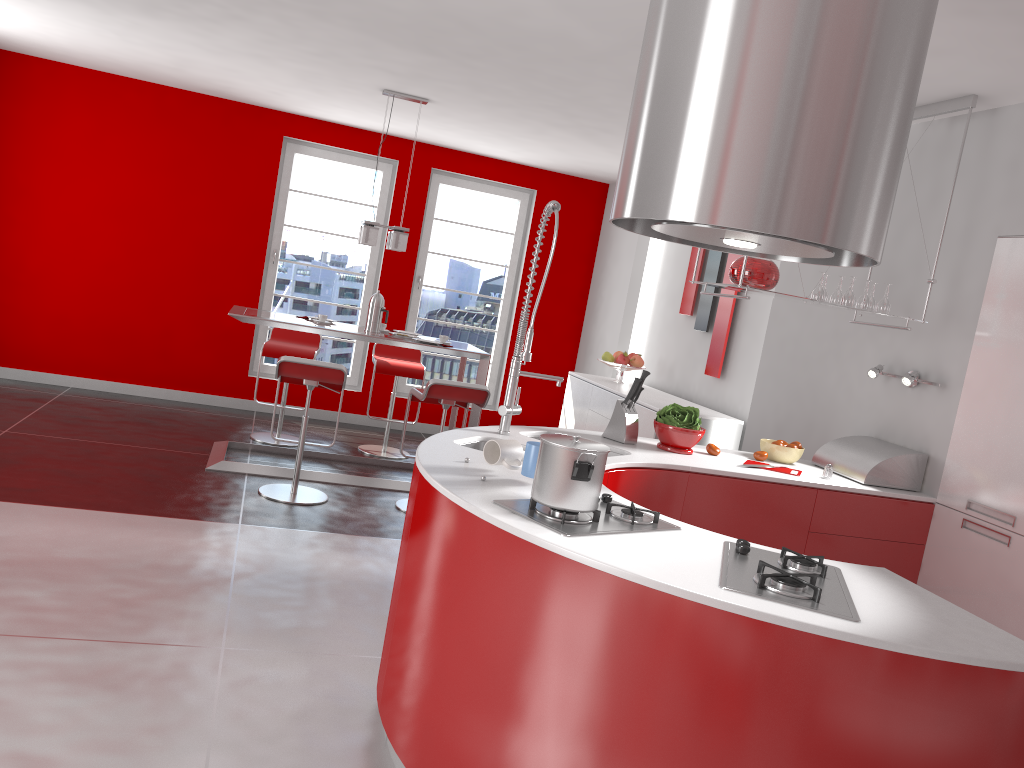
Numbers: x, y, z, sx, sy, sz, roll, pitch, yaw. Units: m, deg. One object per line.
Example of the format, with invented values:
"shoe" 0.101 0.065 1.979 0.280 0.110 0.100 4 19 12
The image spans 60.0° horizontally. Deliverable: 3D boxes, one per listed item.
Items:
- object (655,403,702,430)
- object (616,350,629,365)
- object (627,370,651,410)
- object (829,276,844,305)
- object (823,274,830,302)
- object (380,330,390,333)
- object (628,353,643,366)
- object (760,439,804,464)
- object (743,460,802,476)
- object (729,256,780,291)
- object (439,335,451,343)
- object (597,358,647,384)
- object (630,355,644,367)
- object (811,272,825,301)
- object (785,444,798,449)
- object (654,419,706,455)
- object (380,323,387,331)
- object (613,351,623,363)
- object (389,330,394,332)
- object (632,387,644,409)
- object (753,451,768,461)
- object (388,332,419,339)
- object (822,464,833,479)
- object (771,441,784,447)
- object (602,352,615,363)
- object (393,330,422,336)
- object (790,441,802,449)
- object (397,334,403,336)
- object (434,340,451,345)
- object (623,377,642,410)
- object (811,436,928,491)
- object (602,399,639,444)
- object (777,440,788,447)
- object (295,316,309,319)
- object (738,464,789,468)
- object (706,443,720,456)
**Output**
"object" 0.726 0.182 3.894 0.198 0.182 0.193 9 6 -10
"object" 0.863 -0.203 6.941 0.097 0.133 0.117 7 7 -26
"object" 0.517 0.090 3.867 0.014 0.322 0.150 4 8 -45
"object" 1.482 -0.418 4.024 0.060 0.141 0.060 9 6 -16
"object" 1.437 -0.434 4.096 0.060 0.141 0.060 5 8 -39
"object" -0.923 -0.378 6.272 0.119 0.016 0.119 8 6 -18
"object" 0.970 -0.201 7.092 0.117 0.129 0.150 14 7 31
"object" 1.261 0.323 4.165 0.201 0.086 0.201 9 6 -15
"object" 1.147 0.369 3.898 0.266 0.006 0.168 11 6 11
"object" 1.058 -0.538 3.827 0.213 0.266 0.213 11 6 12
"object" -0.470 -0.311 6.176 0.078 0.049 0.062 9 6 -16
"object" 0.860 -0.088 7.043 0.398 0.159 0.398 14 7 33
"object" 0.990 -0.177 6.968 0.121 0.101 0.097 6 7 -37
"object" 1.387 -0.432 3.995 0.060 0.141 0.060 9 6 -16
"object" 1.300 0.303 4.127 0.066 0.049 0.062 8 6 -19
"object" 0.727 0.236 3.903 0.229 0.118 0.228 4 8 -44
"object" -0.926 -0.403 6.272 0.078 0.049 0.062 13 6 24
"object" 0.857 -0.214 7.137 0.096 0.105 0.117 12 6 13
"object" -0.891 -0.385 6.404 0.095 0.012 0.234 8 6 -17
"object" 0.528 0.104 3.893 0.009 0.197 0.091 4 8 -45
"object" 1.142 0.331 4.074 0.065 0.047 0.063 8 6 -16
"object" -0.751 -0.334 6.141 0.217 0.015 0.217 12 6 21
"object" 1.387 0.382 3.891 0.043 0.066 0.042 10 6 -3
"object" 1.234 0.291 4.128 0.066 0.049 0.062 9 6 -8
"object" 0.764 -0.211 7.023 0.100 0.086 0.083 14 7 33
"object" -0.758 -0.366 6.439 0.217 0.015 0.217 5 8 -40
"object" 1.332 0.299 4.179 0.055 0.058 0.066 7 7 -30
"object" -0.772 -0.340 6.116 0.036 0.006 0.034 11 6 8
"object" -0.482 -0.289 6.176 0.119 0.016 0.119 11 6 4
"object" 0.488 0.102 3.856 0.012 0.279 0.130 4 8 -45
"object" 1.648 0.348 4.110 0.300 0.170 0.400 9 6 -16
"object" 0.486 0.160 3.895 0.091 0.178 0.137 5 8 -43
"object" 1.272 0.292 4.181 0.065 0.052 0.062 7 7 -31
"object" -1.476 -0.472 6.230 0.095 0.012 0.234 8 6 -17
"object" 1.101 0.357 3.865 0.375 0.008 0.041 5 8 -39
"object" 0.904 0.295 3.984 0.064 0.048 0.063 6 7 -38
